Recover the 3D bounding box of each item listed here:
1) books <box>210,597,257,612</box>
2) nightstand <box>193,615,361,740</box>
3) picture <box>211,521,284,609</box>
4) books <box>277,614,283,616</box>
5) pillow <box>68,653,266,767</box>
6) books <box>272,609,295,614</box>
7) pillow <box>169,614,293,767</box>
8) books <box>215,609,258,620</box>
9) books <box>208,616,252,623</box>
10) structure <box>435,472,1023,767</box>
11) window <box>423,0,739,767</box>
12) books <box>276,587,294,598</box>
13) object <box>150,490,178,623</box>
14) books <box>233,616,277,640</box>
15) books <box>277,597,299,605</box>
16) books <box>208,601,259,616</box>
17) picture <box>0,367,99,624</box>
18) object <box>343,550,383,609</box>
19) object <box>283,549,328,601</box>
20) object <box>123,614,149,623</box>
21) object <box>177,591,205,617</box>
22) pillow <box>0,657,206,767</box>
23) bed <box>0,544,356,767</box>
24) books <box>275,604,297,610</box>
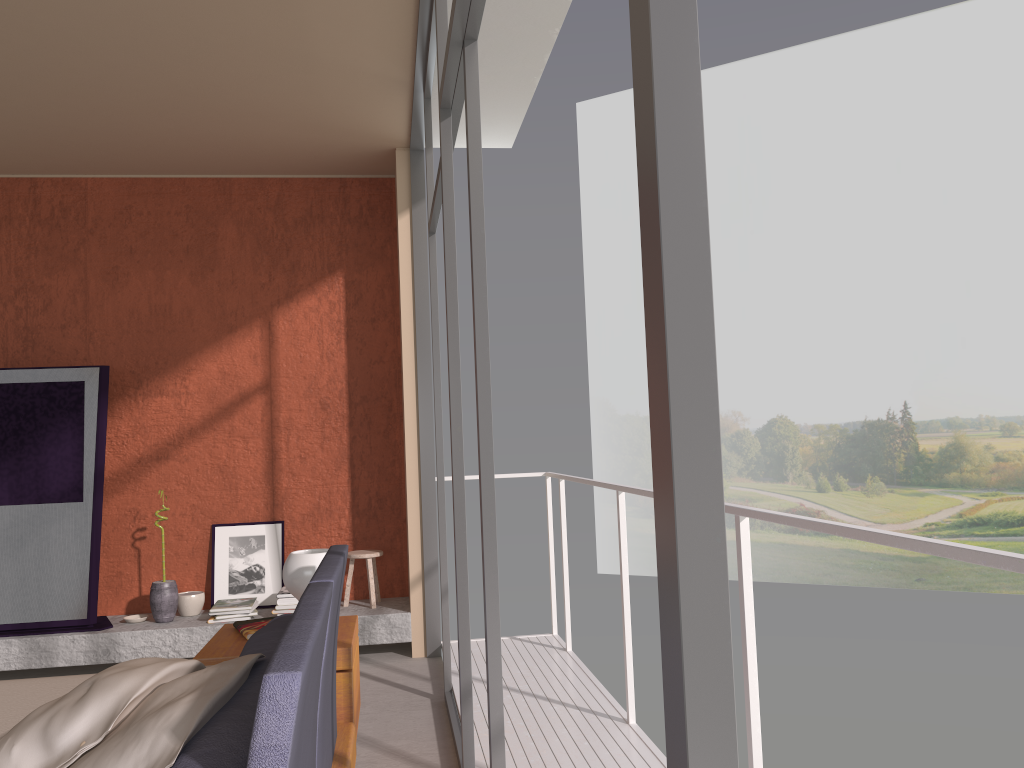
[{"bbox_3d":[-1.717,1.364,5.483,0.247,0.018,0.328,-2,-4,-11],"label":"books"},{"bbox_3d":[-0.894,1.269,3.491,0.562,0.556,0.628,-2,-4,-8],"label":"nightstand"},{"bbox_3d":[-1.721,1.184,5.785,0.458,0.550,0.117,-2,-4,-8],"label":"picture"},{"bbox_3d":[-1.319,1.403,5.514,0.247,0.018,0.287,-2,-4,-8],"label":"books"},{"bbox_3d":[-0.804,0.788,1.928,0.400,0.265,0.791,-2,-4,-5],"label":"pillow"},{"bbox_3d":[-1.320,1.380,5.490,0.247,0.025,0.287,-2,-4,3],"label":"books"},{"bbox_3d":[-0.642,0.809,2.226,0.205,0.201,1.470,-2,-4,-8],"label":"pillow"},{"bbox_3d":[-1.719,1.408,5.489,0.247,0.018,0.328,-1,-4,-23],"label":"books"},{"bbox_3d":[-1.730,1.431,5.478,0.247,0.025,0.287,-2,-4,-11],"label":"books"},{"bbox_3d":[0.421,0.811,1.729,0.728,1.005,7.689,-2,-4,-8],"label":"structure"},{"bbox_3d":[0.011,-0.171,1.543,0.075,3.133,6.106,-2,-4,-8],"label":"window"},{"bbox_3d":[-1.323,1.290,5.521,0.247,0.025,0.287,-2,-4,-8],"label":"books"},{"bbox_3d":[-2.146,1.054,5.460,0.165,0.810,0.165,-3,-4,15],"label":"object"},{"bbox_3d":[-0.983,0.988,3.611,0.247,0.025,0.287,0,-4,-27],"label":"books"},{"bbox_3d":[-1.321,1.321,5.513,0.247,0.038,0.319,-2,-4,-11],"label":"books"},{"bbox_3d":[-1.715,1.385,5.477,0.247,0.025,0.287,-2,-4,-6],"label":"books"},{"bbox_3d":[-3.051,0.659,5.271,1.129,1.496,0.126,-2,-4,-8],"label":"picture"},{"bbox_3d":[-0.935,1.257,5.712,0.257,0.349,0.260,1,-5,-39],"label":"object"},{"bbox_3d":[-0.751,0.804,3.358,0.224,0.338,0.224,-3,-4,4],"label":"object"},{"bbox_3d":[-2.316,1.455,5.466,0.152,0.040,0.152,-4,-4,27],"label":"object"},{"bbox_3d":[-2.041,1.397,5.623,0.179,0.137,0.180,-3,-4,5],"label":"object"},{"bbox_3d":[-1.035,0.827,2.256,0.431,0.264,0.869,-2,-4,0],"label":"pillow"},{"bbox_3d":[-1.658,1.019,2.085,2.462,0.959,2.017,-2,-4,-8],"label":"bed"},{"bbox_3d":[-1.320,1.354,5.511,0.247,0.027,0.328,-2,-4,-6],"label":"books"}]
